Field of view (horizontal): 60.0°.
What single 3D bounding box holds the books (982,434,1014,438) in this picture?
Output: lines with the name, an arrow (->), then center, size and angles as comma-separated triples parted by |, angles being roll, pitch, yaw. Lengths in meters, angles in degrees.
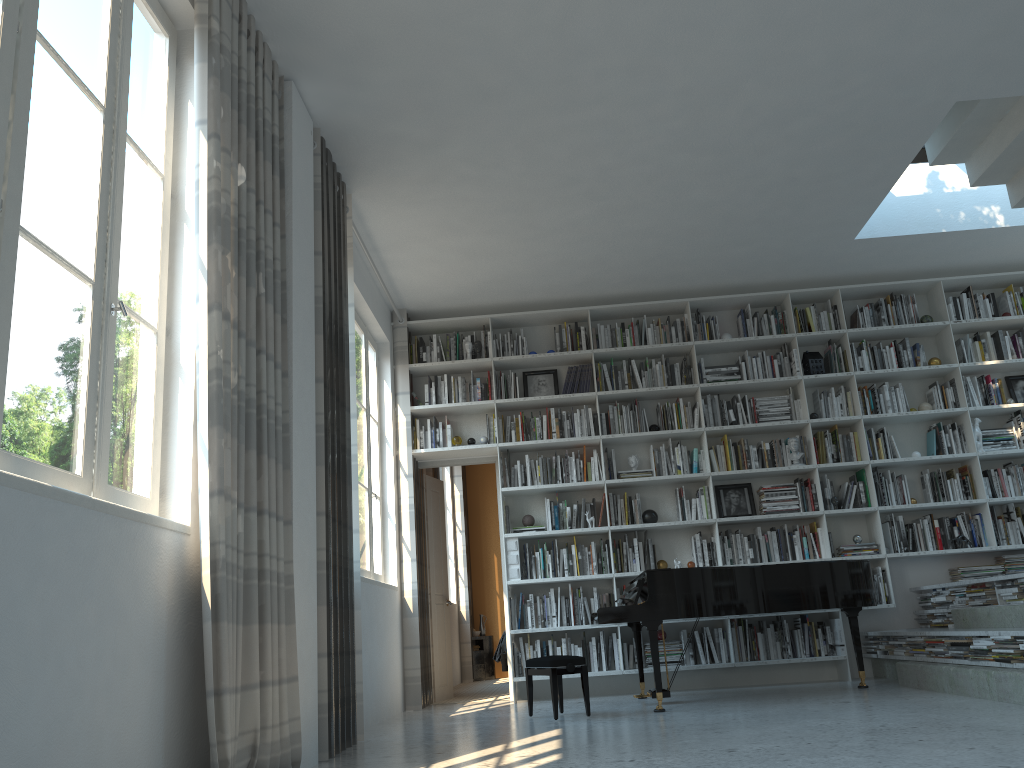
books -> 3.906, 0.446, 7.224 | 0.285, 0.012, 0.160 | -5, -16, 4

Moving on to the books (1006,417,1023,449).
books -> 4.101, 0.429, 7.223 | 0.012, 0.284, 0.160 | -4, -15, 2

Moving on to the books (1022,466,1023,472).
books -> 4.087, 0.794, 7.098 | 0.014, 0.248, 0.177 | -4, -16, 2

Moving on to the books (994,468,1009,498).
books -> 3.892, 0.811, 7.106 | 0.045, 0.245, 0.186 | -4, -16, 2

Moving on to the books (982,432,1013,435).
books -> 3.904, 0.423, 7.231 | 0.285, 0.012, 0.160 | -5, -16, 4

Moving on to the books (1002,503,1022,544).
books -> 3.964, 1.120, 7.031 | 0.014, 0.332, 0.169 | -4, -15, 2

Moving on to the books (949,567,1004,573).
books -> 3.643, 1.461, 6.965 | 0.345, 0.007, 0.194 | -5, -16, 4

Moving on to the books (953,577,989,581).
books -> 3.643, 1.525, 6.942 | 0.308, 0.008, 0.195 | -6, -16, 6

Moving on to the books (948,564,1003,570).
books -> 3.641, 1.440, 6.971 | 0.345, 0.007, 0.194 | -5, -16, 4

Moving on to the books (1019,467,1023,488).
books -> 4.069, 0.802, 7.117 | 0.026, 0.246, 0.166 | -4, -16, 2

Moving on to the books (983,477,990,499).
books -> 3.767, 0.853, 7.114 | 0.023, 0.186, 0.160 | -4, -16, 2

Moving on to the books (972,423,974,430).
books -> 3.740, 0.466, 7.235 | 0.028, 0.266, 0.138 | -4, -15, 2

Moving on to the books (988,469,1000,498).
books -> 3.850, 0.819, 7.124 | 0.024, 0.246, 0.144 | -4, -16, 2

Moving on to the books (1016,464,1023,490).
books -> 4.049, 0.791, 7.118 | 0.011, 0.271, 0.152 | -4, -15, 2

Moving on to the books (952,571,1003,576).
books -> 3.644, 1.487, 6.949 | 0.308, 0.008, 0.195 | -6, -16, 7

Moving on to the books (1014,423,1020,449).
books -> 4.077, 0.451, 7.226 | 0.023, 0.246, 0.138 | -4, -15, 2

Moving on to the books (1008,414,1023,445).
books -> 4.111, 0.413, 7.199 | 0.011, 0.299, 0.184 | -4, -16, 2

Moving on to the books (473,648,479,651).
books -> -0.507, 3.319, 11.072 | 0.129, 0.030, 0.182 | -11, -17, 23

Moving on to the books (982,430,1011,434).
books -> 3.904, 0.411, 7.234 | 0.254, 0.012, 0.161 | -5, -16, 4

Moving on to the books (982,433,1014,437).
books -> 3.905, 0.432, 7.221 | 0.285, 0.012, 0.160 | -3, -16, -3

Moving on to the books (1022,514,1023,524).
books -> 4.051, 1.159, 7.018 | 0.031, 0.238, 0.172 | -4, -16, 2

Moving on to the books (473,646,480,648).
books -> -0.513, 3.294, 11.079 | 0.189, 0.022, 0.134 | 8, -20, -35

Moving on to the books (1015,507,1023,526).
books -> 4.030, 1.135, 7.045 | 0.010, 0.303, 0.132 | -4, -15, 2

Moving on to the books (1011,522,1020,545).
books -> 3.950, 1.194, 7.015 | 0.024, 0.184, 0.149 | -4, -16, 2

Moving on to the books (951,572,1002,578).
books -> 3.643, 1.499, 6.960 | 0.308, 0.008, 0.195 | -5, -16, 2

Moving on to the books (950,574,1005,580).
books -> 3.644, 1.512, 6.951 | 0.345, 0.007, 0.194 | -4, -16, 0

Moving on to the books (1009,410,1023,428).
books -> 4.120, 0.393, 7.203 | 0.010, 0.338, 0.180 | -4, -15, 2

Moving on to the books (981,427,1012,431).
books -> 3.902, 0.388, 7.240 | 0.285, 0.012, 0.160 | -5, -16, 4

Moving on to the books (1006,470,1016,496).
books -> 3.975, 0.817, 7.113 | 0.012, 0.229, 0.179 | -4, -16, 2

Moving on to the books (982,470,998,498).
books -> 3.814, 0.821, 7.115 | 0.047, 0.243, 0.178 | -4, -16, 2

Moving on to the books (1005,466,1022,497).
books -> 3.993, 0.796, 7.094 | 0.028, 0.254, 0.192 | -4, -16, 2

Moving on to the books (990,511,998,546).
books -> 3.789, 1.159, 7.039 | 0.015, 0.286, 0.138 | -4, -15, 2

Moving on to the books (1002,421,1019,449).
books -> 4.059, 0.444, 7.211 | 0.012, 0.253, 0.161 | -4, -16, 2

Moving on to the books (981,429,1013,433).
books -> 3.903, 0.399, 7.237 | 0.285, 0.012, 0.160 | -4, -16, 0

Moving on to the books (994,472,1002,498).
books -> 3.867, 0.826, 7.109 | 0.011, 0.222, 0.163 | -4, -16, 2

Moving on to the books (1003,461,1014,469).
books -> 4.013, 0.780, 7.120 | 0.013, 0.298, 0.148 | -4, -15, 2

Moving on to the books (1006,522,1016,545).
books -> 3.923, 1.196, 7.023 | 0.030, 0.187, 0.140 | -4, -16, 2

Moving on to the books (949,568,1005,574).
books -> 3.643, 1.466, 6.954 | 0.345, 0.007, 0.194 | -3, -16, -3

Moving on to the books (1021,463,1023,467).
books -> 4.167, 0.769, 7.104 | 0.026, 0.289, 0.181 | -4, -16, 2

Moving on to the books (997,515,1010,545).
books -> 3.873, 1.170, 7.020 | 0.015, 0.243, 0.157 | -4, -16, 2

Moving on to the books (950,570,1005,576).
books -> 3.644, 1.482, 6.956 | 0.345, 0.007, 0.194 | -4, -16, -1

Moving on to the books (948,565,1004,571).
books -> 3.642, 1.447, 6.969 | 0.345, 0.007, 0.194 | -4, -16, 0

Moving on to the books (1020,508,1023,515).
books -> 4.100, 1.119, 6.983 | 0.075, 0.290, 0.256 | -4, -16, 2

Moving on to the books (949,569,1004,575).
books -> 3.644, 1.475, 6.961 | 0.345, 0.007, 0.194 | -5, -16, 4

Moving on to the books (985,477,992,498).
books -> 3.790, 0.852, 7.111 | 0.022, 0.183, 0.163 | -4, -16, 2

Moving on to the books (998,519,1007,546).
books -> 3.856, 1.188, 7.027 | 0.023, 0.213, 0.164 | -4, -16, 2

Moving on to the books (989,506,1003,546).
books -> 3.835, 1.139, 7.053 | 0.013, 0.326, 0.131 | -4, -15, 2

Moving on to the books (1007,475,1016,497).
books -> 3.956, 0.838, 7.098 | 0.027, 0.181, 0.187 | -4, -16, 2

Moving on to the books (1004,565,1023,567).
books -> 3.974, 1.430, 6.959 | 0.285, 0.007, 0.160 | -5, -16, 2

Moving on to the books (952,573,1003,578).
books -> 3.643, 1.502, 6.945 | 0.308, 0.008, 0.195 | -3, -16, -3

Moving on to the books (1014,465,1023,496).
books -> 4.025, 0.792, 7.098 | 0.012, 0.261, 0.187 | -4, -16, 2

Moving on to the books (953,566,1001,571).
books -> 3.642, 1.454, 6.966 | 0.308, 0.008, 0.195 | -5, -16, 4

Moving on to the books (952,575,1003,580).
books -> 3.643, 1.519, 6.949 | 0.308, 0.008, 0.195 | -5, -16, 4

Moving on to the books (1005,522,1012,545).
books -> 3.894, 1.188, 7.026 | 0.025, 0.209, 0.137 | -4, -16, 2

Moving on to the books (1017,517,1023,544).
books -> 4.001, 1.173, 7.014 | 0.052, 0.216, 0.185 | -4, -16, 2

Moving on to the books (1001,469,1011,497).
books -> 3.929, 0.816, 7.118 | 0.026, 0.238, 0.177 | -4, -16, 2

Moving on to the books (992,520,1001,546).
books -> 3.816, 1.195, 7.040 | 0.033, 0.212, 0.140 | -4, -16, 2

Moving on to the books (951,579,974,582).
books -> 3.643, 1.531, 6.937 | 0.346, 0.007, 0.194 | -6, -16, 7
